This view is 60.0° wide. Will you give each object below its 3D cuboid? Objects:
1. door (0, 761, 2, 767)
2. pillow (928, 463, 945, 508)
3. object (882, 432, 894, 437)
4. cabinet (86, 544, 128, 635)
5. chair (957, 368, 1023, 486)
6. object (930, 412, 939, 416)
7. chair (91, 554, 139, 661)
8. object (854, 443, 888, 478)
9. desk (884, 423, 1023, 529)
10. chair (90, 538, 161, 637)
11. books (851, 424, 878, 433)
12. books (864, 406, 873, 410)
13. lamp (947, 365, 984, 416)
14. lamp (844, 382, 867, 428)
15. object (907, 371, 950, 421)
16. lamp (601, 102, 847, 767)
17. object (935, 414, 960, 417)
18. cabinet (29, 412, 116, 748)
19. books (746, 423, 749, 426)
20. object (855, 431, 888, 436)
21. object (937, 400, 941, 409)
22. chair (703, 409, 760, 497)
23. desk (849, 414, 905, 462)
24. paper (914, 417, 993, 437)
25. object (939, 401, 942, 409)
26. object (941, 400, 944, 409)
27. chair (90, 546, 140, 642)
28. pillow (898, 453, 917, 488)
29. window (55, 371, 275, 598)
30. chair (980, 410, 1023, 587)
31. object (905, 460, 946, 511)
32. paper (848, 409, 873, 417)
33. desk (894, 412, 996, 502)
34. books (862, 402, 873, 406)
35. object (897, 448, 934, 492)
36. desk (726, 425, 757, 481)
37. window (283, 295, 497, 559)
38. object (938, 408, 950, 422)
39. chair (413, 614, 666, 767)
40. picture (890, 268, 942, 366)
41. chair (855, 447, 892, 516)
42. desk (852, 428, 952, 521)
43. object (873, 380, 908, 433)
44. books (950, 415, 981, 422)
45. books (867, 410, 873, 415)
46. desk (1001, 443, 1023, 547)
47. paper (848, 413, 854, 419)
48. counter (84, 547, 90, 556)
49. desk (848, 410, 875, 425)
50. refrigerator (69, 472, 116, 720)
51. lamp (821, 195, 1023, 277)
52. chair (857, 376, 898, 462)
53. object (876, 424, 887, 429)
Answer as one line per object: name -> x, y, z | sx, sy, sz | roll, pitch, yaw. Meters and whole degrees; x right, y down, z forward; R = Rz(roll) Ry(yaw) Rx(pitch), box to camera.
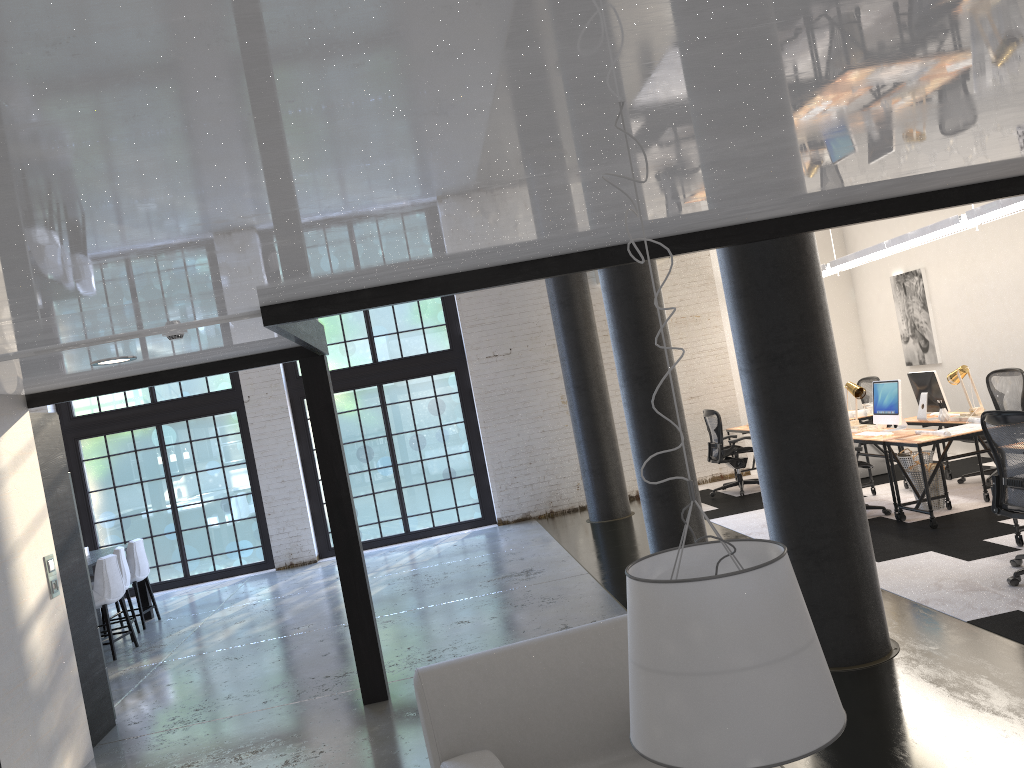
door -> -2.738, 1.319, 4.026 | 0.271, 2.058, 0.750 | -11, 0, -6
pillow -> 3.885, 0.924, 8.120 | 0.119, 0.406, 0.239 | -11, 0, -5
object -> 3.442, 0.460, 8.114 | 0.106, 0.029, 0.059 | -11, 0, -5
cabinet -> -4.661, 2.313, 8.623 | 1.370, 0.910, 2.692 | -11, -1, -6
chair -> 4.800, 0.418, 8.775 | 0.791, 1.086, 0.771 | -11, 0, -22
object -> 4.325, 0.306, 9.073 | 0.106, 0.029, 0.059 | -11, 0, -5
chair -> -3.922, 2.136, 8.367 | 0.501, 0.984, 0.579 | -11, 0, 6
object -> 4.124, 0.863, 10.477 | 0.543, 0.455, 0.221 | -11, 0, -6
desk -> 4.052, 0.725, 7.629 | 1.400, 0.724, 0.529 | -11, 0, -6
chair -> -4.175, 2.197, 9.578 | 0.501, 0.984, 0.579 | -11, 0, 1
books -> 3.525, 0.450, 8.985 | 0.225, 0.038, 0.309 | -11, -1, -5
books -> 4.209, 0.263, 10.311 | 0.193, 0.044, 0.257 | -11, -1, 12
lamp -> 4.216, 0.057, 8.254 | 0.127, 0.470, 0.344 | -11, 0, -5
lamp -> 3.457, 0.207, 8.931 | 0.127, 0.470, 0.344 | -11, 0, -5
object -> 4.088, 0.116, 8.748 | 0.189, 0.485, 0.484 | -11, 0, -6
lamp -> 0.334, 0.036, 1.814 | 0.436, 1.347, 0.436 | -11, 0, 8
object -> 4.351, 0.304, 8.745 | 0.118, 0.017, 0.439 | -11, -1, -6
cabinet -> -5.164, 1.679, 7.383 | 4.274, 2.315, 4.233 | -11, 0, -6
books -> 3.240, 0.511, 11.652 | 0.225, 0.038, 0.309 | -11, -1, -5
object -> 3.419, 0.475, 8.442 | 0.118, 0.017, 0.439 | -11, -1, -6
object -> 4.079, 0.254, 8.420 | 0.008, 0.207, 0.054 | -11, 0, -23
chair -> 2.757, 0.803, 11.082 | 0.791, 1.086, 0.771 | -11, 0, -22
desk -> 3.767, 0.786, 10.296 | 1.400, 0.724, 0.529 | -11, 0, -6
paper -> 3.860, 0.369, 7.645 | 0.625, 0.061, 0.568 | -10, -1, -8
object -> 4.077, 0.255, 8.396 | 0.054, 0.207, 0.008 | -11, 0, -18
object -> 4.089, 0.252, 8.393 | 0.054, 0.207, 0.008 | -11, 0, -41
chair -> -4.113, 2.179, 8.990 | 0.501, 0.984, 0.579 | -11, 0, -14
pillow -> 4.080, 0.898, 9.071 | 0.119, 0.406, 0.239 | -11, 0, -5
window -> -4.844, 0.227, 11.999 | 2.490, 5.179, 0.138 | -11, 0, -6
chair -> 3.363, 0.650, 5.535 | 0.791, 1.086, 0.771 | -11, 0, -22
object -> 3.805, 0.925, 8.118 | 0.353, 0.435, 0.359 | -11, 0, -9
paper -> 3.689, 0.391, 10.449 | 0.083, 0.082, 1.136 | -10, -1, -41
desk -> 4.368, 0.677, 8.633 | 0.529, 0.724, 1.401 | -11, 0, -6
books -> 4.188, 0.234, 10.310 | 0.153, 0.030, 0.185 | -10, -1, -8
object -> 4.155, 0.870, 9.074 | 0.353, 0.435, 0.359 | -11, 0, -9
desk -> 3.254, 0.892, 11.225 | 0.529, 0.724, 1.401 | -11, 0, -6
window -> -1.896, -0.320, 12.291 | 2.490, 5.179, 0.138 | -11, 0, -6
object -> 4.095, 0.294, 8.407 | 0.101, 0.127, 0.101 | -11, 0, 39
chair -> 0.274, 1.356, 3.064 | 1.006, 0.785, 1.026 | -10, 0, -14
picture -> 5.087, -0.826, 11.195 | 0.049, 1.183, 0.731 | -11, 0, -6
chair -> 3.042, 0.742, 8.414 | 0.791, 1.086, 0.771 | -11, 0, -22
desk -> 3.539, 0.831, 8.558 | 0.529, 0.724, 1.401 | -11, 0, -6
object -> 3.596, 0.205, 8.437 | 0.189, 0.485, 0.484 | -11, 0, -6
books -> 4.241, 0.308, 8.202 | 0.225, 0.038, 0.309 | -11, -1, -5
books -> 4.197, 0.313, 10.294 | 0.200, 0.050, 0.271 | -10, -1, -8
desk -> 3.860, 0.739, 5.678 | 0.529, 0.724, 1.401 | -11, 0, -6
paper -> 3.526, 0.421, 10.434 | 0.083, 0.082, 1.135 | -10, -1, -31
counter -> -4.922, 1.853, 8.361 | 0.976, 0.095, 2.294 | -11, -1, -6
desk -> 4.083, 0.738, 11.300 | 0.529, 0.724, 1.401 | -11, 0, -6
refrigerator -> -3.290, 1.552, 5.785 | 0.852, 1.772, 0.821 | -11, 0, -6
lamp -> 3.450, -2.630, 8.525 | 0.226, 2.864, 7.304 | -11, -1, -6
chair -> 4.515, 0.479, 11.442 | 0.791, 1.086, 0.771 | -11, 0, -22
object -> 3.656, 0.380, 8.780 | 0.101, 0.127, 0.101 | -11, 0, 39
